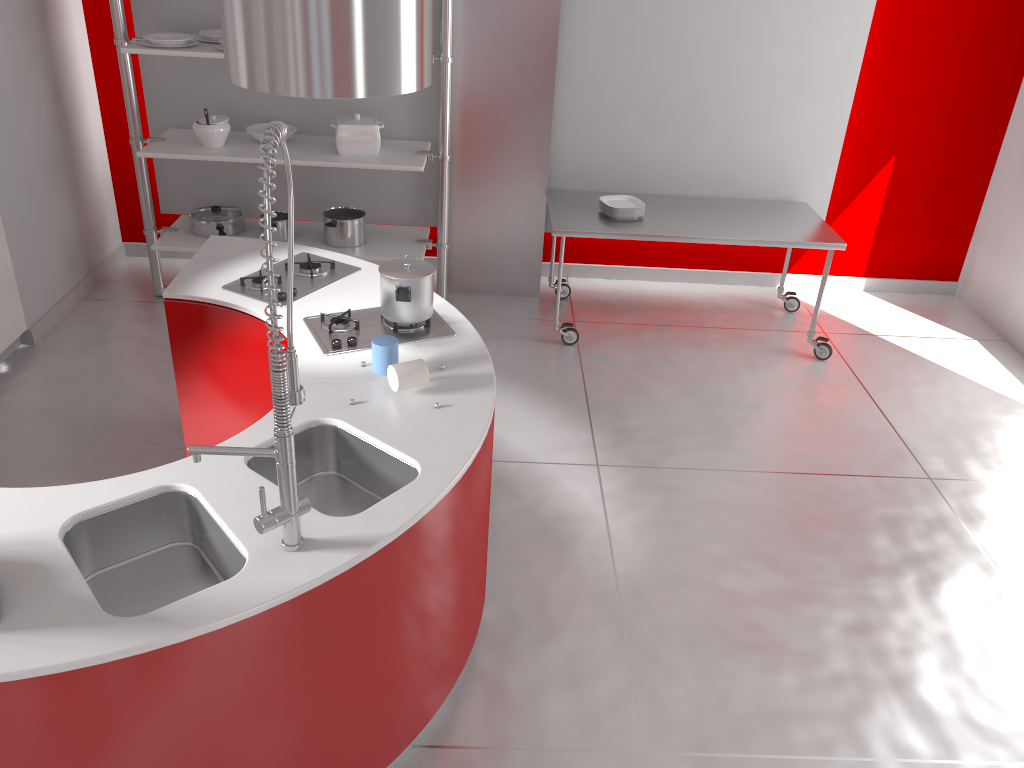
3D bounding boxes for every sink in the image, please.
[{"bbox_3d":[-0.472,0.298,2.356,0.428,0.172,0.326,24,35,32],"label":"sink"},{"bbox_3d":[-0.813,0.451,2.044,0.326,0.172,0.428,-20,36,-35],"label":"sink"}]

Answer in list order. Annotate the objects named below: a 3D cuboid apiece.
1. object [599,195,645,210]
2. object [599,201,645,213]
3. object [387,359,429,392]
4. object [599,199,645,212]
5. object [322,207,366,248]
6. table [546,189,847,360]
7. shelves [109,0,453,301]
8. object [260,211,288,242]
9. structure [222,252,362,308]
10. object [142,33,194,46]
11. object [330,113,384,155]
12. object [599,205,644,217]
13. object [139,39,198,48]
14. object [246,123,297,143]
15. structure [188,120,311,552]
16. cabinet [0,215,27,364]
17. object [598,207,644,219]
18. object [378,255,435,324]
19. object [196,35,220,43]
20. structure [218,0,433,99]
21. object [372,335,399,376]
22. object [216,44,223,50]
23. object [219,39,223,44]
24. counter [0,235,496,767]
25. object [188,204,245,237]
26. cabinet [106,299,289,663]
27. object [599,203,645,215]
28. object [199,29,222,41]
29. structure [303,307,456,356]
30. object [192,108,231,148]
[{"bbox_3d":[0.602,-0.989,4.849,0.228,0.020,0.228,-7,31,-18],"label":"object"},{"bbox_3d":[0.601,-0.971,4.859,0.228,0.020,0.228,-7,31,-18],"label":"object"},{"bbox_3d":[-0.313,-0.033,2.625,0.100,0.080,0.109,-14,33,-28],"label":"object"},{"bbox_3d":[0.601,-0.980,4.854,0.228,0.020,0.228,-7,31,-18],"label":"object"},{"bbox_3d":[-0.944,-0.886,5.007,0.240,0.161,0.259,-6,30,-17],"label":"object"},{"bbox_3d":[0.992,-0.641,5.095,1.627,0.682,0.749,3,29,-1],"label":"table"},{"bbox_3d":[-1.179,-1.619,4.638,1.735,2.599,0.535,2,29,-2],"label":"shelves"},{"bbox_3d":[-1.328,-0.892,5.015,0.182,0.122,0.196,-22,38,-38],"label":"object"},{"bbox_3d":[-0.823,-0.415,3.341,0.303,0.037,0.457,18,32,24],"label":"structure"},{"bbox_3d":[-1.722,-1.722,4.450,0.244,0.042,0.244,-5,30,-16],"label":"object"},{"bbox_3d":[-0.833,-1.355,4.779,0.282,0.197,0.235,-2,30,-11],"label":"object"},{"bbox_3d":[0.600,-0.953,4.869,0.228,0.020,0.228,-7,31,-18],"label":"object"},{"bbox_3d":[-1.722,-1.710,4.456,0.280,0.015,0.280,22,34,30],"label":"object"},{"bbox_3d":[-1.319,-1.367,4.873,0.272,0.072,0.272,-17,35,-33],"label":"object"},{"bbox_3d":[-0.515,-0.062,1.833,0.178,0.920,0.308,27,36,35],"label":"structure"},{"bbox_3d":[-2.746,-0.517,3.075,0.614,2.026,2.398,2,29,-2],"label":"cabinet"},{"bbox_3d":[0.599,-0.944,4.874,0.228,0.020,0.228,-7,31,-18],"label":"object"},{"bbox_3d":[-0.355,-0.321,2.998,0.189,0.185,0.218,-19,36,-34],"label":"object"},{"bbox_3d":[-1.514,-1.809,4.657,0.280,0.015,0.280,22,34,30],"label":"object"},{"bbox_3d":[-0.552,-1.393,2.607,0.644,0.958,0.644,-16,34,-31],"label":"structure"},{"bbox_3d":[-0.392,-0.094,2.709,0.080,0.100,0.109,-12,32,-25],"label":"object"},{"bbox_3d":[-1.342,-1.687,4.457,0.280,0.015,0.280,18,32,24],"label":"object"},{"bbox_3d":[-1.341,-1.699,4.450,0.244,0.042,0.244,-5,30,-16],"label":"object"},{"bbox_3d":[-1.177,0.515,2.577,1.868,0.880,2.865,20,33,27],"label":"counter"},{"bbox_3d":[-1.694,-0.926,5.028,0.308,0.130,0.407,6,29,5],"label":"object"},{"bbox_3d":[-1.445,0.455,2.589,1.025,0.761,1.875,28,37,37],"label":"cabinet"},{"bbox_3d":[0.600,-0.962,4.864,0.228,0.020,0.228,-7,31,-18],"label":"object"},{"bbox_3d":[-1.513,-1.821,4.651,0.244,0.042,0.244,-2,29,-9],"label":"object"},{"bbox_3d":[-0.452,-0.210,3.015,0.457,0.037,0.303,-10,32,-24],"label":"structure"},{"bbox_3d":[-1.593,-1.369,4.700,0.192,0.214,0.192,-4,30,-14],"label":"object"}]
